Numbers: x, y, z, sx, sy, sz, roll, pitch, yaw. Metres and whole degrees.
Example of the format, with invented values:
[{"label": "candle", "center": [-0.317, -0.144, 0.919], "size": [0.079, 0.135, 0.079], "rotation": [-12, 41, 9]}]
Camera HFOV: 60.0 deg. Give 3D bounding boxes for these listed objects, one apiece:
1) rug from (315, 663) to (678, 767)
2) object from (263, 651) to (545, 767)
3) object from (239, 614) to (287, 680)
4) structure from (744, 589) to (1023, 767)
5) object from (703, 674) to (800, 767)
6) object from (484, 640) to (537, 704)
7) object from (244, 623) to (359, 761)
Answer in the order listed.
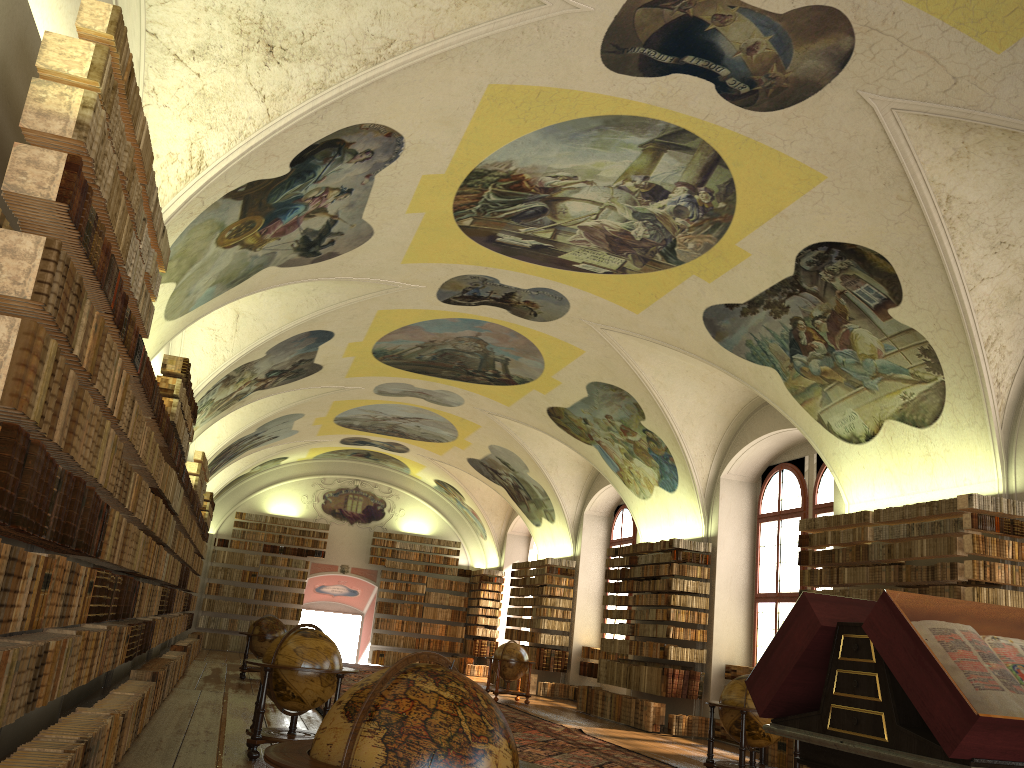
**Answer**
[{"label": "rug", "center": [-0.594, 5.433, 13.851], "size": [4.708, 0.064, 37.056], "rotation": [10, -16, -15]}, {"label": "object", "center": [-0.445, 1.886, 3.776], "size": [1.280, 1.441, 1.284], "rotation": [-5, -19, 35]}, {"label": "object", "center": [-5.621, 5.995, 20.219], "size": [1.279, 1.441, 1.285], "rotation": [-1, -17, 26]}, {"label": "structure", "center": [2.284, 2.182, 4.748], "size": [1.246, 1.971, 1.899], "rotation": [10, -16, -15]}, {"label": "object", "center": [3.145, 4.477, 11.539], "size": [1.280, 1.441, 1.284], "rotation": [-5, -19, 35]}, {"label": "object", "center": [-0.057, 7.023, 21.727], "size": [1.279, 1.441, 1.285], "rotation": [-1, -17, 26]}, {"label": "object", "center": [-2.409, 3.448, 10.022], "size": [1.279, 1.441, 1.285], "rotation": [0, -16, 21]}]
